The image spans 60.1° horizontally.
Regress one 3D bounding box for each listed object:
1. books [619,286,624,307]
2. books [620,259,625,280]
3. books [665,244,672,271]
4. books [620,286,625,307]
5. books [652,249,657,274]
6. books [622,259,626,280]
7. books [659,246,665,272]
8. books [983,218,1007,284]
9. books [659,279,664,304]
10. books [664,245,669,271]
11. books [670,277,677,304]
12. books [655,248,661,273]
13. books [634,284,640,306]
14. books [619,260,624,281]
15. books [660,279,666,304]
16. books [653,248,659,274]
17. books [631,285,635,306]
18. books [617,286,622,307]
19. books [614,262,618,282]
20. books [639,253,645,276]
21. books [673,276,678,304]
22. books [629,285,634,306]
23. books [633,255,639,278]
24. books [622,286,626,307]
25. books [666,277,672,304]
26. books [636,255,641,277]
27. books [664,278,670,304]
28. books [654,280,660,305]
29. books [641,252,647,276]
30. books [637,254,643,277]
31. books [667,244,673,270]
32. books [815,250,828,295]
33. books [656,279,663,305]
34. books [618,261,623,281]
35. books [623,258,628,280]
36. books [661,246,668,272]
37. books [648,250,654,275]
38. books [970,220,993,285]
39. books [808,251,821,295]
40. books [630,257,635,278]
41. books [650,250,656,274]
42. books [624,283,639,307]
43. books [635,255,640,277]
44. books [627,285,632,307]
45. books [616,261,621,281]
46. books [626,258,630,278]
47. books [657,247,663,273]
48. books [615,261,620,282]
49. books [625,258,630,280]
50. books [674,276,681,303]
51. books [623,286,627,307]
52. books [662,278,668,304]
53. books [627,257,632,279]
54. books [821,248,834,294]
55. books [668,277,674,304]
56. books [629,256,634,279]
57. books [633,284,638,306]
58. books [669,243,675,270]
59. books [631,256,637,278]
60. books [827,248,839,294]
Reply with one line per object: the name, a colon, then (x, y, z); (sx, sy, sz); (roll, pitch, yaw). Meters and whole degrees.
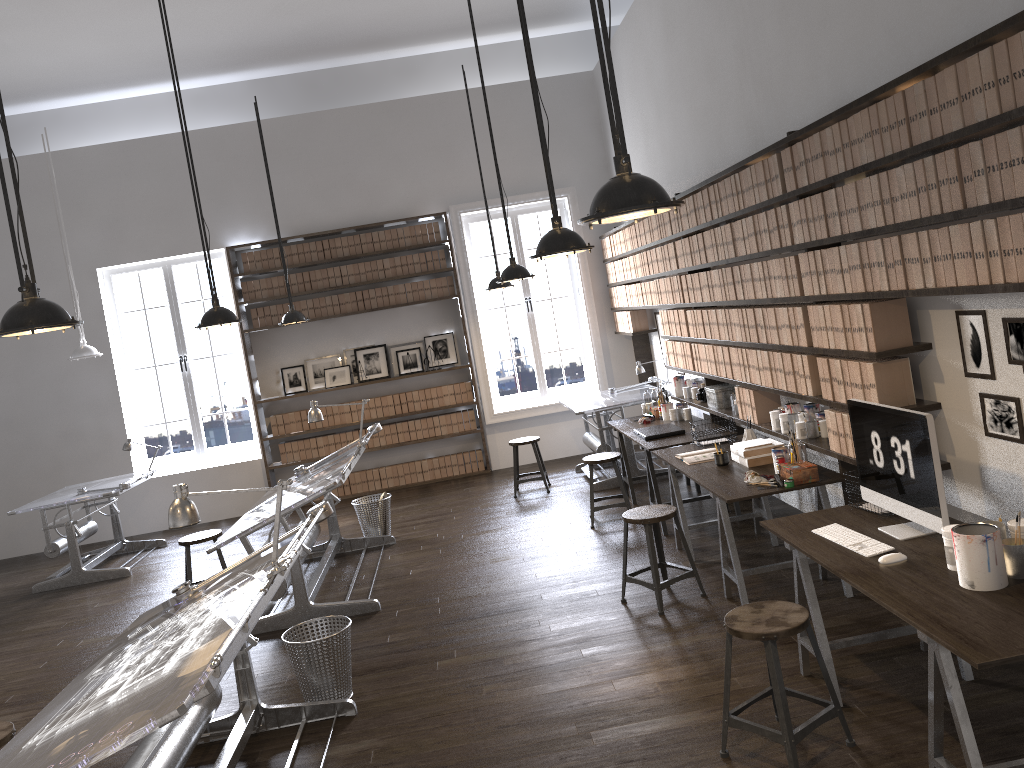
books: (1.252, -0.950, 9.490); (0.174, 0.225, 0.067); (-10, 2, -4)
books: (1.228, -1.190, 9.166); (0.174, 0.225, 0.067); (-10, 2, -4)
books: (1.365, -1.049, 7.279); (0.174, 0.225, 0.067); (-10, 2, -4)
books: (1.261, -0.946, 9.421); (0.174, 0.225, 0.067); (-10, 2, -4)
books: (1.336, -1.085, 7.758); (0.174, 0.225, 0.067); (-10, 2, -4)
books: (1.239, -1.185, 9.092); (0.174, 0.225, 0.067); (-10, 2, -4)
books: (1.351, -1.065, 7.489); (0.174, 0.225, 0.067); (-10, 2, -4)
books: (1.724, -0.466, 3.021); (0.174, 0.225, 0.067); (-10, 2, -4)
books: (1.385, -0.818, 7.711); (0.174, 0.225, 0.067); (-10, 2, -4)
books: (1.367, -1.055, 7.349); (0.174, 0.225, 0.067); (-10, 2, -4)
books: (1.414, -0.787, 7.303); (0.174, 0.225, 0.067); (-10, 2, -4)
books: (1.344, -1.075, 7.624); (0.174, 0.225, 0.067); (-10, 2, -4)
books: (1.308, -0.883, 8.689); (0.174, 0.225, 0.067); (-10, 2, -4)
books: (1.228, -1.196, 9.241); (0.174, 0.225, 0.067); (-10, 2, -4)
books: (1.389, -0.812, 7.641); (0.174, 0.225, 0.067); (-10, 2, -4)
books: (1.335, -1.079, 7.690); (0.174, 0.225, 0.067); (-10, 2, -4)
books: (1.300, -0.900, 8.903); (0.174, 0.225, 0.067); (-10, 2, -4)
books: (1.243, -0.955, 9.562); (0.174, 0.225, 0.067); (-10, 2, -4)
books: (1.205, -1.216, 9.513); (0.174, 0.225, 0.067); (-10, 2, -4)
books: (1.293, -1.122, 8.257); (0.174, 0.225, 0.067); (-10, 2, -4)
books: (1.419, -0.782, 7.232); (0.174, 0.225, 0.067); (-10, 2, -4)
books: (1.293, -0.905, 8.973); (0.174, 0.225, 0.067); (-10, 2, -4)
books: (1.278, -1.144, 8.541); (0.174, 0.225, 0.067); (-10, 2, -4)
books: (1.264, -0.940, 9.351); (0.174, 0.225, 0.067); (-10, 2, -4)
books: (1.403, -0.797, 7.436); (0.174, 0.225, 0.067); (-10, 2, -4)
books: (1.286, -1.133, 8.401); (0.174, 0.225, 0.067); (-10, 2, -4)
books: (1.397, -0.801, 7.499); (0.174, 0.225, 0.067); (-10, 2, -4)
books: (1.368, -0.827, 7.853); (0.174, 0.225, 0.067); (-10, 2, -4)
books: (1.302, -1.118, 8.194); (0.174, 0.225, 0.067); (-10, 2, -4)
books: (1.288, -1.127, 8.329); (0.174, 0.225, 0.067); (-10, 2, -4)
books: (1.374, -1.045, 7.213); (0.174, 0.225, 0.067); (-10, 2, -4)
books: (1.622, -0.570, 4.419); (0.174, 0.225, 0.067); (-10, 2, -4)
books: (1.376, -0.822, 7.781); (0.174, 0.225, 0.067); (-10, 2, -4)
books: (1.221, -1.201, 9.306); (0.174, 0.225, 0.067); (-10, 2, -4)
books: (1.239, -1.179, 9.021); (0.174, 0.225, 0.067); (-10, 2, -4)
books: (1.360, -1.060, 7.419); (0.174, 0.225, 0.067); (-10, 2, -4)
books: (1.321, -1.095, 7.899); (0.174, 0.225, 0.067); (-10, 2, -4)
books: (1.715, -0.470, 3.093); (0.174, 0.225, 0.067); (-10, 2, -4)
books: (1.613, -0.575, 4.491); (0.174, 0.225, 0.067); (-10, 2, -4)
books: (1.265, -1.154, 8.683); (0.174, 0.225, 0.067); (-10, 2, -4)
books: (1.331, -1.091, 7.828); (0.174, 0.225, 0.067); (-10, 2, -4)
books: (1.269, -0.929, 9.213); (0.174, 0.225, 0.067); (-10, 2, -4)
books: (1.285, -1.139, 8.471); (0.174, 0.225, 0.067); (-10, 2, -4)
books: (1.284, -0.910, 9.043); (0.174, 0.225, 0.067); (-10, 2, -4)
books: (1.212, -1.205, 9.368); (0.174, 0.225, 0.067); (-10, 2, -4)
books: (1.254, -1.169, 8.880); (0.174, 0.225, 0.067); (-10, 2, -4)
books: (1.347, -1.070, 7.561); (0.174, 0.225, 0.067); (-10, 2, -4)
books: (1.207, -1.210, 9.441); (0.174, 0.225, 0.067); (-10, 2, -4)
books: (1.249, -1.175, 8.950); (0.174, 0.225, 0.067); (-10, 2, -4)
books: (1.420, -0.776, 7.161); (0.174, 0.225, 0.067); (-10, 2, -4)
books: (1.268, -0.935, 9.276); (0.174, 0.225, 0.067); (-10, 2, -4)
books: (1.390, -0.807, 7.571); (0.174, 0.225, 0.067); (-10, 2, -4)
books: (1.253, -1.163, 8.812); (0.174, 0.225, 0.067); (-10, 2, -4)
books: (1.631, -0.566, 4.349); (0.174, 0.225, 0.067); (-10, 2, -4)
books: (1.403, -0.791, 7.370); (0.174, 0.225, 0.067); (-10, 2, -4)
books: (1.262, -1.159, 8.746); (0.174, 0.225, 0.067); (-10, 2, -4)
books: (1.303, -0.888, 8.761); (0.174, 0.225, 0.067); (-10, 2, -4)
books: (1.377, -1.040, 7.150); (0.174, 0.225, 0.067); (-10, 2, -4)
books: (1.269, -1.148, 8.610); (0.174, 0.225, 0.067); (-10, 2, -4)
books: (1.634, -0.560, 4.280); (0.174, 0.225, 0.067); (-10, 2, -4)
